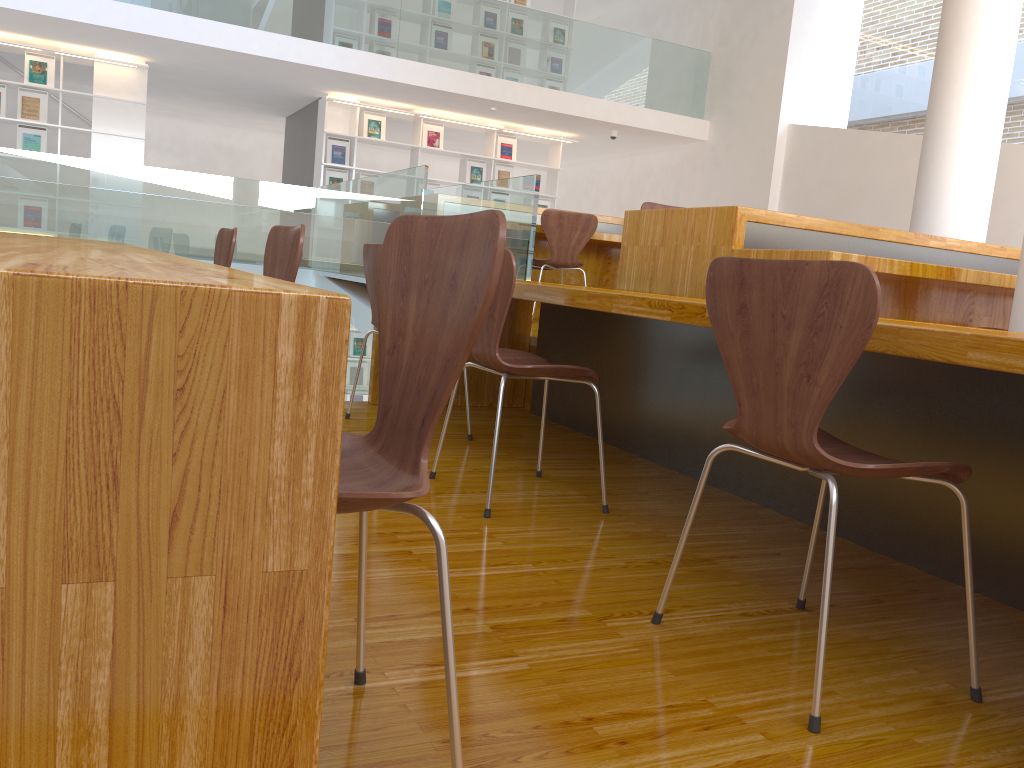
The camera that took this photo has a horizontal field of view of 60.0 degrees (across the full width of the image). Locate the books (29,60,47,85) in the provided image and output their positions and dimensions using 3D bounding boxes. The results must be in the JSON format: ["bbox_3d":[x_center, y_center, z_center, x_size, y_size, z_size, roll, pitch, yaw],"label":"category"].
[{"bbox_3d":[-4.376,-2.872,8.187,0.145,0.210,0.037,2,8,-26],"label":"books"}]

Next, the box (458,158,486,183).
[{"bbox_3d":[-0.453,-2.458,10.329,0.245,0.296,0.274,2,8,-26],"label":"box"}]

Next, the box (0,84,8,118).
[{"bbox_3d":[-4.788,-2.609,8.154,0.245,0.296,0.274,2,8,-26],"label":"box"}]

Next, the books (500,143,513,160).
[{"bbox_3d":[-0.065,-2.701,10.358,0.145,0.210,0.037,2,8,-26],"label":"books"}]

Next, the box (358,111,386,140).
[{"bbox_3d":[-1.535,-2.822,9.748,0.245,0.296,0.274,2,8,-26],"label":"box"}]

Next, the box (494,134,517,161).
[{"bbox_3d":[-0.096,-2.771,10.447,0.245,0.296,0.274,2,8,-26],"label":"box"}]

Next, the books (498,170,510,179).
[{"bbox_3d":[-0.095,-2.390,10.396,0.145,0.210,0.037,2,8,-26],"label":"books"}]

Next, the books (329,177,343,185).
[{"bbox_3d":[-1.902,-2.121,9.572,0.145,0.210,0.037,2,8,-26],"label":"books"}]

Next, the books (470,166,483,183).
[{"bbox_3d":[-0.410,-2.401,10.244,0.145,0.210,0.037,2,8,-26],"label":"books"}]

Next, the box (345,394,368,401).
[{"bbox_3d":[-1.787,0.189,10.135,0.245,0.296,0.274,2,8,-26],"label":"box"}]

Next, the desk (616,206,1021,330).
[{"bbox_3d":[2.152,-0.240,4.076,3.194,0.762,1.247,2,8,-26],"label":"desk"}]

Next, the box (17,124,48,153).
[{"bbox_3d":[-4.512,-2.270,8.343,0.245,0.296,0.274,2,8,-26],"label":"box"}]

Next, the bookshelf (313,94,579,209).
[{"bbox_3d":[-0.737,-2.119,10.172,2.984,1.836,0.498,2,8,-26],"label":"bookshelf"}]

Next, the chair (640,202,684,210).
[{"bbox_3d":[0.832,-0.503,4.215,0.428,0.693,0.381,2,8,-26],"label":"chair"}]

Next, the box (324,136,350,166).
[{"bbox_3d":[-1.908,-2.511,9.622,0.245,0.296,0.274,2,8,-26],"label":"box"}]

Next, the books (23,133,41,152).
[{"bbox_3d":[-4.471,-2.219,8.252,0.145,0.210,0.037,2,8,-26],"label":"books"}]

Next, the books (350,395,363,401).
[{"bbox_3d":[-1.762,0.233,10.036,0.145,0.210,0.037,2,8,-26],"label":"books"}]

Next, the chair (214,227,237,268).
[{"bbox_3d":[-1.123,-0.180,2.896,0.381,0.693,0.428,2,8,-26],"label":"chair"}]

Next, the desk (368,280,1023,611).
[{"bbox_3d":[0.440,0.047,2.613,0.760,0.606,3.356,2,8,-26],"label":"desk"}]

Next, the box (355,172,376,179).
[{"bbox_3d":[-1.595,-2.174,9.829,0.245,0.296,0.274,2,8,-26],"label":"box"}]

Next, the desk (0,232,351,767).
[{"bbox_3d":[-1.369,0.200,1.674,1.248,1.022,3.216,2,8,-26],"label":"desk"}]

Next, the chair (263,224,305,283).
[{"bbox_3d":[-0.708,-0.034,2.030,0.381,0.693,0.428,2,8,-26],"label":"chair"}]

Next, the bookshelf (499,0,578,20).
[{"bbox_3d":[-0.543,-4.141,9.924,2.984,1.836,0.498,2,8,-26],"label":"bookshelf"}]

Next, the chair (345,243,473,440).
[{"bbox_3d":[-0.373,-0.168,3.381,0.381,0.693,0.428,2,8,-26],"label":"chair"}]

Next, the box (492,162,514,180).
[{"bbox_3d":[-0.127,-2.447,10.487,0.245,0.296,0.274,2,8,-26],"label":"box"}]

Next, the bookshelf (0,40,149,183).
[{"bbox_3d":[-5.290,-2.283,7.965,3.666,1.836,0.498,2,8,-26],"label":"bookshelf"}]

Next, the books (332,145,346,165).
[{"bbox_3d":[-1.863,-2.454,9.534,0.145,0.210,0.037,2,8,-26],"label":"books"}]

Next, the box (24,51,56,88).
[{"bbox_3d":[-4.407,-2.918,8.284,0.245,0.296,0.274,2,8,-26],"label":"box"}]

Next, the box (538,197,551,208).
[{"bbox_3d":[0.314,-2.106,10.756,0.245,0.296,0.274,2,8,-26],"label":"box"}]

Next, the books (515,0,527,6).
[{"bbox_3d":[0.099,-4.415,10.148,0.145,0.210,0.037,2,8,-26],"label":"books"}]

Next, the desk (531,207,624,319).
[{"bbox_3d":[0.883,-0.824,6.587,3.196,0.757,1.248,2,8,-26],"label":"desk"}]

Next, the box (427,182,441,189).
[{"bbox_3d":[-0.967,-2.151,10.134,0.245,0.296,0.274,2,8,-26],"label":"box"}]

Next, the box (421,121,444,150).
[{"bbox_3d":[-0.924,-2.802,10.042,0.245,0.296,0.274,2,8,-26],"label":"box"}]

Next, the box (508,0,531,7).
[{"bbox_3d":[0.066,-4.469,10.238,0.245,0.296,0.274,2,8,-26],"label":"box"}]

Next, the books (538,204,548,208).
[{"bbox_3d":[0.357,-2.049,10.671,0.145,0.210,0.037,2,8,-26],"label":"books"}]

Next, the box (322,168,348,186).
[{"bbox_3d":[-1.933,-2.186,9.665,0.245,0.296,0.274,2,8,-26],"label":"box"}]

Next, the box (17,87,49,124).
[{"bbox_3d":[-4.482,-2.595,8.303,0.245,0.296,0.274,2,8,-26],"label":"box"}]

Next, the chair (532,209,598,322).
[{"bbox_3d":[0.253,-0.721,5.538,0.428,0.693,0.381,2,8,-26],"label":"chair"}]

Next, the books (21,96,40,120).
[{"bbox_3d":[-4.455,-2.548,8.208,0.145,0.210,0.037,2,8,-26],"label":"books"}]

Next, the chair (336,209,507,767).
[{"bbox_3d":[-0.269,0.131,1.027,0.381,0.693,0.428,2,8,-26],"label":"chair"}]

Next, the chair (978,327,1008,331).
[{"bbox_3d":[1.781,-0.122,3.039,0.428,0.693,0.381,2,8,-26],"label":"chair"}]

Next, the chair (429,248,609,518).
[{"bbox_3d":[0.042,-0.022,2.515,0.381,0.693,0.428,2,8,-26],"label":"chair"}]

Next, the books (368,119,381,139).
[{"bbox_3d":[-1.499,-2.768,9.659,0.145,0.210,0.037,2,8,-26],"label":"books"}]

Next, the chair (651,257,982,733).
[{"bbox_3d":[0.554,0.148,1.535,0.381,0.693,0.428,2,8,-26],"label":"chair"}]

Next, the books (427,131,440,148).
[{"bbox_3d":[-0.882,-2.730,9.962,0.145,0.210,0.037,2,8,-26],"label":"books"}]
